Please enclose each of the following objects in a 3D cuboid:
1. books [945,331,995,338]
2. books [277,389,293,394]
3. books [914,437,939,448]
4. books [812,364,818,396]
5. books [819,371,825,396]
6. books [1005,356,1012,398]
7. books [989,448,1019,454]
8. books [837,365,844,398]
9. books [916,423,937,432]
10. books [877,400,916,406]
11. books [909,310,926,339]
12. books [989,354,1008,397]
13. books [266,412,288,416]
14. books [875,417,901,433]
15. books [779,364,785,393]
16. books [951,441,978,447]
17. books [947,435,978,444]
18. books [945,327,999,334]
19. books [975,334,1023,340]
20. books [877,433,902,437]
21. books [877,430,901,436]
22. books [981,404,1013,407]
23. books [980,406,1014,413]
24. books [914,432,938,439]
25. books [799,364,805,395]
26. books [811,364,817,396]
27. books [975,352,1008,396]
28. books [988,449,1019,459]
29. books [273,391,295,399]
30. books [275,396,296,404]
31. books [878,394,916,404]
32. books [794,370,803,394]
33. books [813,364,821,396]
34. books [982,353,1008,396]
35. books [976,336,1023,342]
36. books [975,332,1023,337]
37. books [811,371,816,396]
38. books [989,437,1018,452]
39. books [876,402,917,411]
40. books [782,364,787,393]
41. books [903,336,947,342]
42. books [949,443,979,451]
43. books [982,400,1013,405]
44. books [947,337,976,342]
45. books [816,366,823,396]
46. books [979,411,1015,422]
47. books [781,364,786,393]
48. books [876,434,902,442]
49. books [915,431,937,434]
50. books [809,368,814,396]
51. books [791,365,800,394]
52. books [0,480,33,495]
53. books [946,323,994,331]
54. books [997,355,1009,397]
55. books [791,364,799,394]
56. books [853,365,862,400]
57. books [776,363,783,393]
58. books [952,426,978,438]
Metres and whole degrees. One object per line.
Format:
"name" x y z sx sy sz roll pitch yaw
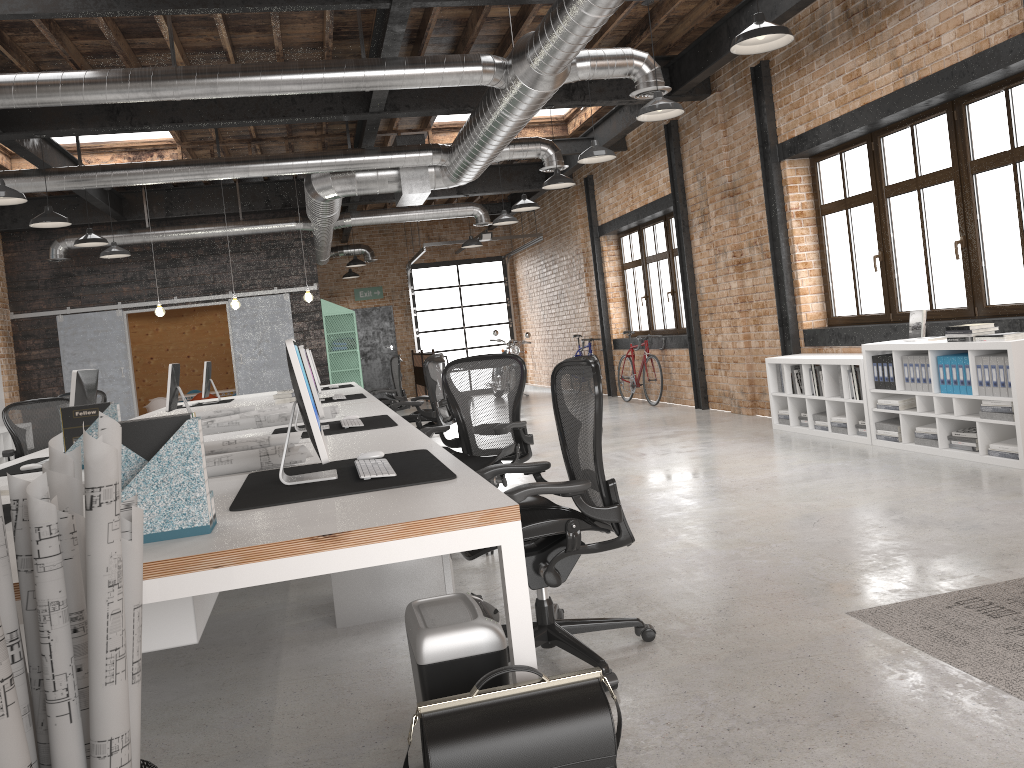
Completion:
"books" 3.111 -0.338 6.016 0.191 0.023 0.242 -7 3 -14
"books" -2.220 0.076 8.662 0.153 0.030 0.185 -7 3 -14
"books" 3.105 0.404 6.426 0.217 0.072 0.289 -7 3 -12
"books" 2.790 -0.067 7.811 0.259 0.352 0.070 -7 1 -7
"books" 2.794 -0.005 7.712 0.197 0.240 0.058 -7 1 -7
"books" 3.243 -0.057 5.594 0.232 0.261 0.062 -7 1 -12
"books" 3.258 0.407 5.705 0.219 0.034 0.260 -7 3 -12
"books" 2.873 -0.053 7.420 0.259 0.351 0.065 -7 1 -7
"books" 3.095 0.310 6.405 0.215 0.051 0.252 -7 3 -12
"books" 2.973 0.134 6.788 0.219 0.034 0.260 -7 3 -12
"books" 3.158 -0.464 6.897 0.065 0.224 0.161 -7 1 -12
"books" 3.215 -0.062 5.721 0.232 0.261 0.062 -7 1 -12
"books" -1.715 0.233 6.583 0.200 0.024 0.236 -5 4 21
"books" 2.984 0.316 6.851 0.217 0.078 0.291 -7 3 -12
"books" 2.676 -0.079 8.402 0.249 0.333 0.060 -7 1 -7
"books" 3.184 0.393 6.112 0.164 0.047 0.239 -7 3 -12
"books" 3.202 0.361 6.128 0.222 0.055 0.282 -7 3 -12
"books" 3.119 -0.362 6.010 0.212 0.023 0.258 -7 3 -12
"books" 3.177 -0.307 5.747 0.187 0.014 0.248 -7 3 -14
"books" 2.989 0.371 6.837 0.219 0.034 0.260 -7 3 -12
"books" 2.988 0.353 6.832 0.215 0.046 0.251 -7 3 -12
"books" 3.206 0.115 5.699 0.219 0.039 0.260 -7 3 -12
"books" 3.204 0.141 5.706 0.207 0.067 0.275 -7 3 -12
"books" 3.095 0.354 6.416 0.207 0.067 0.275 -7 3 -12
"books" 2.756 -0.076 8.033 0.259 0.351 0.065 -7 1 -7
"books" 2.783 -0.069 7.834 0.258 0.354 0.049 -7 1 -7
"books" 3.187 -0.066 5.846 0.232 0.261 0.062 -7 1 -12
"books" 3.256 0.433 5.712 0.207 0.061 0.274 -7 3 -12
"books" -2.202 0.105 8.665 0.193 0.044 0.258 -6 3 5
"books" -2.215 0.155 8.646 0.200 0.050 0.271 -7 3 -15
"books" 2.971 0.116 6.784 0.215 0.046 0.251 -7 3 -12
"books" 2.707 -0.020 8.142 0.197 0.240 0.058 -7 1 -7
"books" 2.796 -0.067 7.782 0.272 0.354 0.063 -7 1 -7
"books" 3.201 -0.064 5.784 0.232 0.261 0.062 -7 1 -12
"books" 3.178 -0.293 5.742 0.187 0.014 0.253 -7 3 -12
"books" 3.182 -0.320 5.746 0.202 0.012 0.251 -7 3 -11
"books" 2.745 -0.007 7.844 0.162 0.240 0.054 -7 1 -7
"books" 3.256 0.389 5.700 0.215 0.046 0.251 -7 3 -12
"books" 2.971 0.160 6.796 0.207 0.061 0.274 -7 3 -12
"books" 2.693 -0.063 8.350 0.259 0.305 0.040 -7 1 -7
"books" 3.050 -0.329 6.534 0.174 0.021 0.273 -7 3 -12
"books" 3.192 0.420 6.127 0.184 0.049 0.261 -7 3 -12
"books" 3.204 0.097 5.695 0.215 0.051 0.252 -7 3 -12
"books" 3.123 -0.312 6.010 0.191 0.032 0.259 -7 3 -10
"books" 2.788 -0.028 7.747 0.222 0.283 0.061 -7 1 -7
"books" 3.214 0.191 5.716 0.217 0.072 0.289 -7 3 -12
"books" 2.688 -0.069 8.371 0.265 0.314 0.025 -7 0 -7
"books" 2.988 0.397 6.844 0.207 0.061 0.274 -7 3 -12
"books" 3.097 0.328 6.409 0.219 0.039 0.260 -7 3 -12
"books" 2.744 -0.020 7.875 0.182 0.262 0.056 -7 1 -7
"books" 2.701 -0.043 8.177 0.222 0.283 0.061 -7 1 -7
"books" -2.073 0.437 3.752 0.200 0.024 0.236 -5 4 21
"books" 3.111 -0.387 6.018 0.191 0.028 0.239 -7 3 -10
"books" 3.229 -0.060 5.657 0.232 0.261 0.062 -7 1 -12
"books" 2.710 -0.082 8.212 0.272 0.354 0.063 -7 1 -7
"books" 2.913 -0.044 7.168 0.272 0.354 0.063 -7 1 -7
"books" 2.670 -0.091 8.464 0.259 0.351 0.065 -7 1 -7
"books" 3.199 0.330 6.103 0.199 0.054 0.240 -7 3 -12
